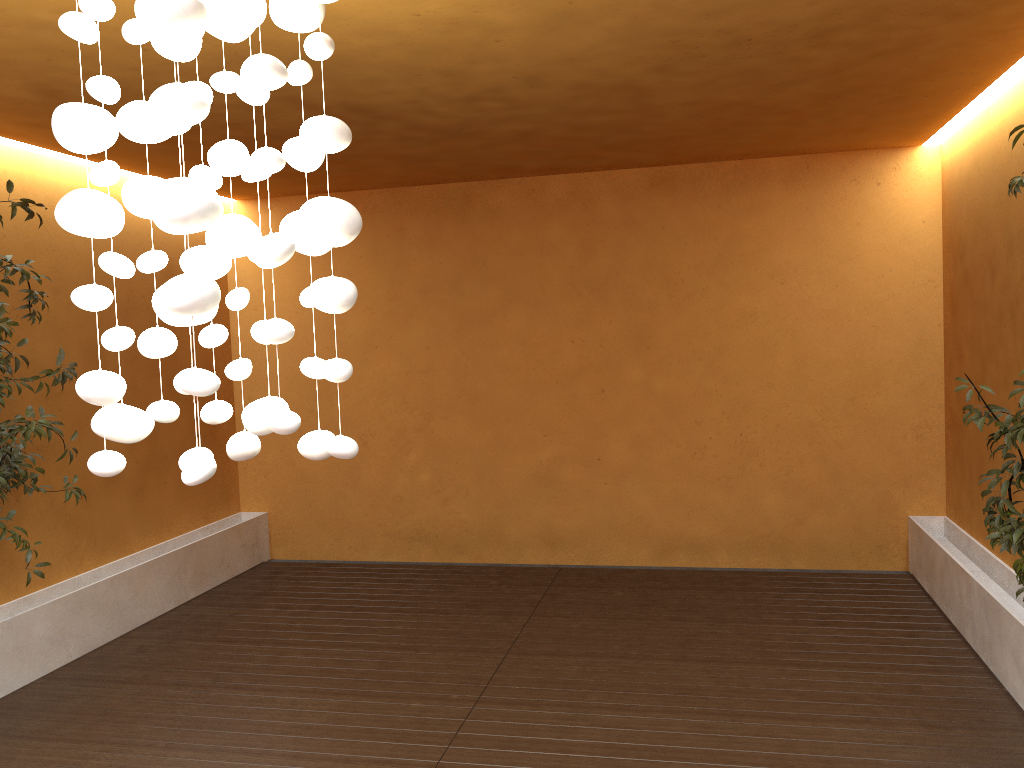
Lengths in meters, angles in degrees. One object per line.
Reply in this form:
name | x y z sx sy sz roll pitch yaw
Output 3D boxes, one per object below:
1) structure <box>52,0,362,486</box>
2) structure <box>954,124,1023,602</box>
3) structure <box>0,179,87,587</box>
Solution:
structure | -0.721 -0.536 2.173 1.002 1.529 1.002 -4 3 -29
structure | 1.850 0.077 2.317 0.622 2.483 3.166 -2 3 12
structure | -2.939 0.208 3.422 0.622 2.483 3.166 -2 3 12
